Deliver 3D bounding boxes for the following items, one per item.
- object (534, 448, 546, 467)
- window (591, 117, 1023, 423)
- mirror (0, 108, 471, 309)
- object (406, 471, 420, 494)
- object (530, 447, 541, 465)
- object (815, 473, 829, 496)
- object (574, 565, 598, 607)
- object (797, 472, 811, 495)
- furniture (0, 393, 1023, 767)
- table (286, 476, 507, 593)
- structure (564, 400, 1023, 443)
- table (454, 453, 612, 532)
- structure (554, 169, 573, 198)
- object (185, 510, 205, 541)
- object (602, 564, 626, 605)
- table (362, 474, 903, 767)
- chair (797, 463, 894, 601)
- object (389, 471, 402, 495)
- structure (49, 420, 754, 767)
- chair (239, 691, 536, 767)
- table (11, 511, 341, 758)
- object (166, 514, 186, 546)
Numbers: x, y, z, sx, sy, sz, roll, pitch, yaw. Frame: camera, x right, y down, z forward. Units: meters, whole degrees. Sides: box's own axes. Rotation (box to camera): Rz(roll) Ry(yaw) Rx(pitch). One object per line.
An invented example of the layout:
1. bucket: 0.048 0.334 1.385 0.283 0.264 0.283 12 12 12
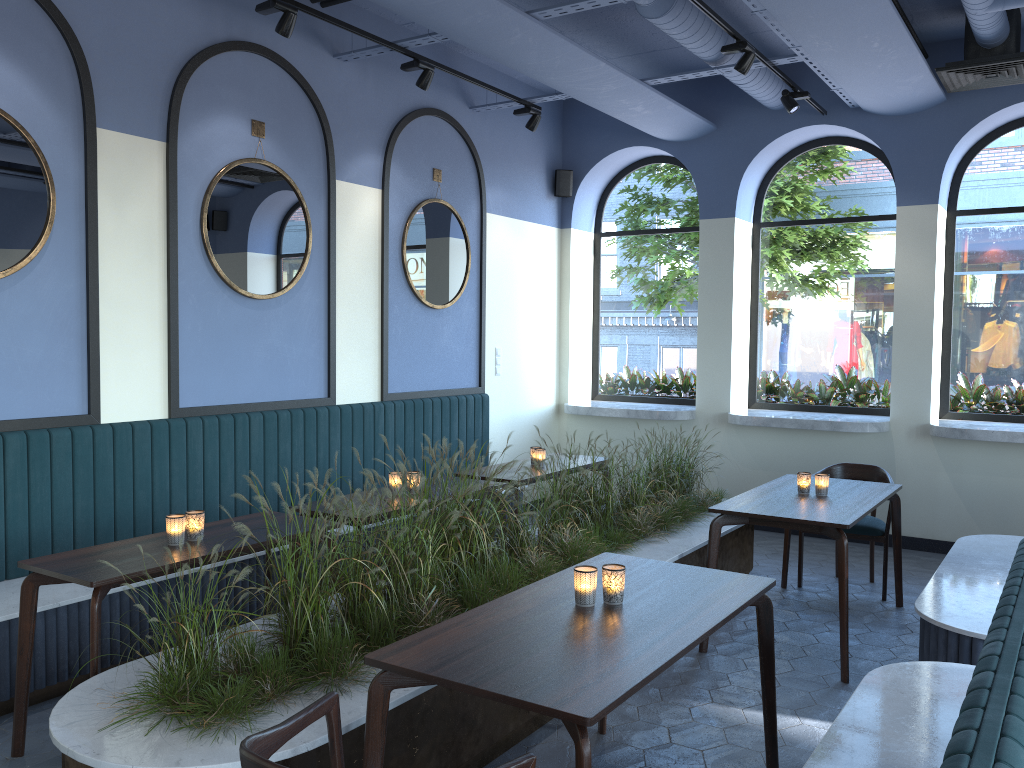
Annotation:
1. object: 0.189 0.499 6.000 0.078 0.120 0.078 1 3 16
2. window: 3.529 -0.637 2.124 3.897 2.394 14.212 0 3 -6
3. mirror: -1.532 -1.067 5.476 0.026 1.089 4.357 3 4 33
4. object: -0.546 0.547 4.917 0.078 0.120 0.078 1 3 16
5. object: 0.164 0.494 6.094 0.078 0.120 0.078 1 3 16
6. object: 1.747 0.569 5.000 0.078 0.120 0.078 -2 4 -40
7. object: 0.240 0.661 2.896 0.078 0.120 0.078 1 3 16
8. object: 1.662 0.565 5.049 0.078 0.120 0.078 -2 4 -40
9. furniture: 0.402 0.830 4.299 4.703 1.150 4.800 3 4 33
10. table: -0.588 0.985 4.919 0.548 0.755 1.332 3 4 33
11. structure: 3.298 0.588 2.147 4.315 0.080 14.155 0 3 -6
12. table: 0.176 0.932 6.090 0.548 0.755 1.332 3 4 33
13. structure: 0.029 -1.562 1.819 7.261 0.268 13.143 2 3 16
14. object: -1.340 0.599 3.749 0.078 0.120 0.078 -2 4 -40
15. object: 0.334 0.661 2.922 0.078 0.120 0.078 1 3 16
16. table: 1.191 1.212 0.923 3.997 0.755 9.778 2 3 17
17. chair: 2.230 0.949 5.864 0.618 0.793 0.525 3 4 32
18. object: -0.641 0.548 4.892 0.078 0.120 0.078 1 3 16
19. structure: 0.117 0.789 4.483 1.143 1.207 4.878 3 4 34
20. chair: -0.319 1.124 1.951 0.618 0.793 0.525 3 4 32
21. table: -1.339 1.036 3.764 0.548 0.755 1.285 3 4 33
22. object: -1.389 0.603 3.665 0.078 0.120 0.078 -2 4 -40
